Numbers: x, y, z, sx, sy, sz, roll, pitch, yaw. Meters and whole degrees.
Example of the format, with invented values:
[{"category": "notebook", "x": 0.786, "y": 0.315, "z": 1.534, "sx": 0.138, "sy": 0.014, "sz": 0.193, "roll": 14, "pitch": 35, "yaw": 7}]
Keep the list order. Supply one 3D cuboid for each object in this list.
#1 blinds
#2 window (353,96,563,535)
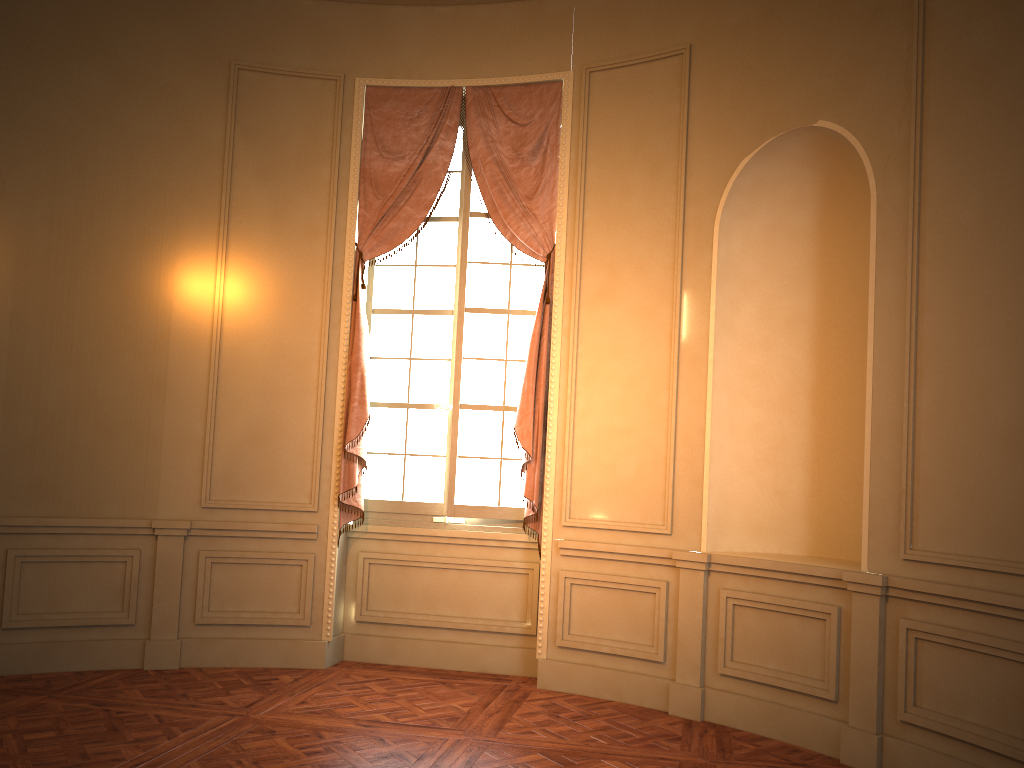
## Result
[{"category": "blinds", "x": -0.386, "y": -0.436, "z": 5.518, "sx": 1.322, "sy": 2.973, "sz": 0.288, "roll": 2, "pitch": -3, "yaw": 9}, {"category": "window", "x": -0.343, "y": -0.479, "z": 5.748, "sx": 1.298, "sy": 2.833, "sz": 0.154, "roll": 2, "pitch": -3, "yaw": 10}]
